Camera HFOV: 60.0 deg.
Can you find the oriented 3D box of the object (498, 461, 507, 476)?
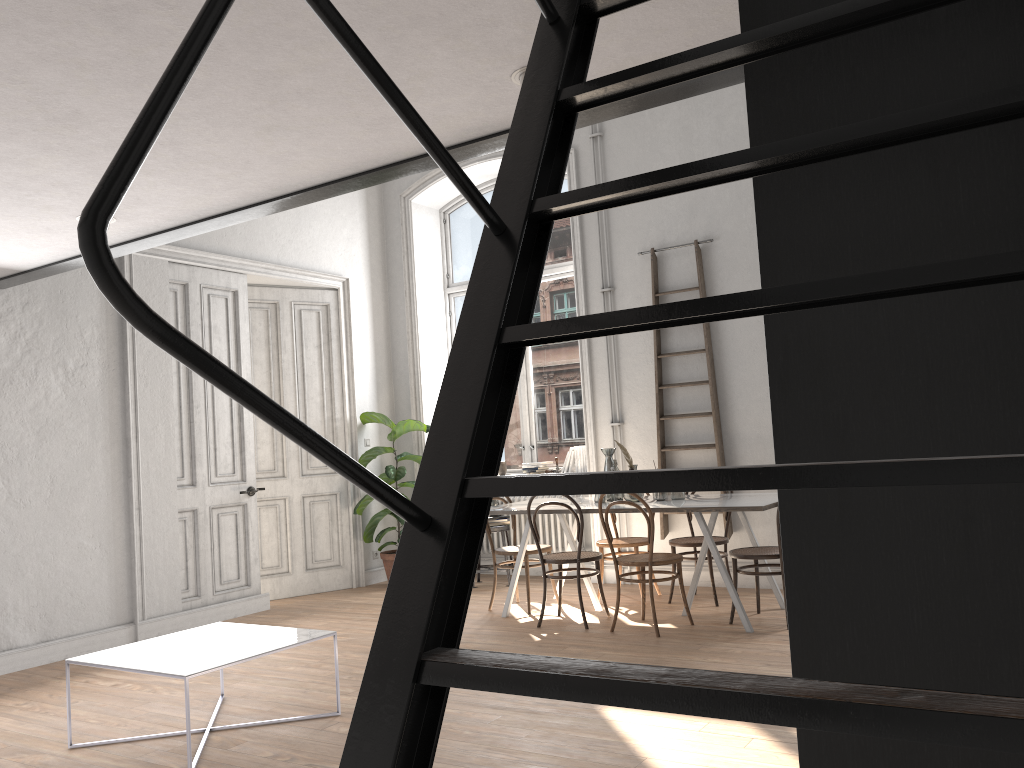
[{"bbox_3d":[-0.097,0.820,8.619,0.100,0.142,0.102,-4,-4,7],"label":"object"}]

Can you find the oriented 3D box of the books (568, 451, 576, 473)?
[{"bbox_3d":[0.583,0.718,8.220,0.072,0.203,0.155,-6,-4,33],"label":"books"}]

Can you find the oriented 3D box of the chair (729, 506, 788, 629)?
[{"bbox_3d":[1.664,1.062,5.695,0.438,0.920,0.549,0,-5,-45],"label":"chair"}]

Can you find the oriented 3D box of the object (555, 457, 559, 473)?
[{"bbox_3d":[0.421,0.756,8.245,0.048,0.153,0.088,-4,-4,3],"label":"object"}]

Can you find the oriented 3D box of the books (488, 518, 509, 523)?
[{"bbox_3d":[-0.150,1.234,8.012,0.232,0.029,0.163,-4,-4,3],"label":"books"}]

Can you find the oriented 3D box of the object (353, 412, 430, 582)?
[{"bbox_3d":[0.921,0.718,6.744,5.830,1.841,0.792,-7,-5,38],"label":"object"}]

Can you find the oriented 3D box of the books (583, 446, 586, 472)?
[{"bbox_3d":[0.705,0.686,8.160,0.019,0.243,0.174,-6,-4,33],"label":"books"}]

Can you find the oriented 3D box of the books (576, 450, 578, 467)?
[{"bbox_3d":[0.645,0.711,8.180,0.020,0.205,0.155,-6,-4,33],"label":"books"}]

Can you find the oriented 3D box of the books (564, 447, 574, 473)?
[{"bbox_3d":[0.560,0.704,8.233,0.100,0.235,0.174,-6,-4,33],"label":"books"}]

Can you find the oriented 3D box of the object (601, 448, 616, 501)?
[{"bbox_3d":[0.725,0.667,6.547,0.116,0.382,0.116,-7,-5,44],"label":"object"}]

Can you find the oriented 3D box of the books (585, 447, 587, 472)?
[{"bbox_3d":[0.726,0.685,8.153,0.024,0.243,0.175,-6,-4,33],"label":"books"}]

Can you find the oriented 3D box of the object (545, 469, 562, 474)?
[{"bbox_3d":[0.382,0.817,8.335,0.153,0.048,0.088,-2,-4,-18],"label":"object"}]

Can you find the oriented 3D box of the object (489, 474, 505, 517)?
[{"bbox_3d":[-0.138,1.009,8.044,0.163,0.383,0.154,-4,-4,6],"label":"object"}]

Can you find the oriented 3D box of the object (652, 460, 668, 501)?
[{"bbox_3d":[1.030,0.674,6.206,0.107,0.283,0.107,-5,-4,28],"label":"object"}]

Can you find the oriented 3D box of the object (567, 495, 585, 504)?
[{"bbox_3d":[0.458,0.758,6.432,0.132,0.219,0.132,-5,-4,22],"label":"object"}]

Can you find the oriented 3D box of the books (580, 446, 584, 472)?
[{"bbox_3d":[0.680,0.688,8.156,0.019,0.243,0.174,-6,-4,33],"label":"books"}]

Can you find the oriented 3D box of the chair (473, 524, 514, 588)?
[{"bbox_3d":[-0.175,1.535,7.979,0.364,0.522,0.360,-4,-4,6],"label":"chair"}]

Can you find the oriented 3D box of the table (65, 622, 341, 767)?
[{"bbox_3d":[-1.413,1.407,4.107,0.849,0.392,0.849,-6,-5,33],"label":"table"}]

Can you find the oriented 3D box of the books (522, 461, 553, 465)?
[{"bbox_3d":[0.245,0.754,8.427,0.244,0.019,0.174,-7,-5,43],"label":"books"}]

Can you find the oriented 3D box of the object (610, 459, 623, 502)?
[{"bbox_3d":[0.750,0.696,6.398,0.086,0.301,0.086,-5,-4,18],"label":"object"}]

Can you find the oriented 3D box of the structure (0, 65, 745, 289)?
[{"bbox_3d":[-1.991,-1.537,2.463,5.929,1.212,4.158,-6,-5,33],"label":"structure"}]

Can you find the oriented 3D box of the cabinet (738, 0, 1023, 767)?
[{"bbox_3d":[1.104,0.119,2.104,0.634,2.370,1.401,-6,-4,33],"label":"cabinet"}]

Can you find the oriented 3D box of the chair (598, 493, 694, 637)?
[{"bbox_3d":[0.848,1.115,5.716,0.438,0.920,0.549,-7,-5,44],"label":"chair"}]

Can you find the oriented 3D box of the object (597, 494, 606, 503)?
[{"bbox_3d":[0.638,0.804,6.353,0.058,0.094,0.058,-2,-4,-29],"label":"object"}]

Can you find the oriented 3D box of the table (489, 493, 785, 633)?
[{"bbox_3d":[0.877,1.220,6.253,2.201,0.779,1.100,-6,-5,33],"label":"table"}]

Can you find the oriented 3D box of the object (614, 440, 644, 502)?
[{"bbox_3d":[0.841,0.606,6.236,0.157,0.446,0.157,-1,-5,-39],"label":"object"}]

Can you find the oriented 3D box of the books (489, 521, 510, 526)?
[{"bbox_3d":[-0.160,1.261,8.014,0.246,0.034,0.194,-2,-4,-17],"label":"books"}]

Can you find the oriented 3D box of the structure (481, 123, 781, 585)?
[{"bbox_3d":[1.387,-0.582,7.438,5.184,4.471,0.340,-6,-4,33],"label":"structure"}]

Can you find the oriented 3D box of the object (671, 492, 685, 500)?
[{"bbox_3d":[1.157,0.702,6.213,0.101,0.211,0.101,-2,-4,-18],"label":"object"}]

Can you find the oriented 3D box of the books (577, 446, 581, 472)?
[{"bbox_3d":[0.656,0.690,8.161,0.024,0.243,0.175,-6,-4,33],"label":"books"}]

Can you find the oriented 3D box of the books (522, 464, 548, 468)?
[{"bbox_3d":[0.219,0.781,8.419,0.205,0.020,0.155,-5,-4,23],"label":"books"}]

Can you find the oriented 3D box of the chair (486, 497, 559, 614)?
[{"bbox_3d":[0.042,1.239,6.763,0.549,0.920,0.438,-7,-5,41],"label":"chair"}]

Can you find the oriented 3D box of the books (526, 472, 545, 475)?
[{"bbox_3d":[0.223,0.847,8.435,0.147,0.023,0.221,-3,-4,-9],"label":"books"}]

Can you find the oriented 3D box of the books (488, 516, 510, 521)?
[{"bbox_3d":[-0.149,1.212,8.013,0.221,0.027,0.147,-2,-4,-25],"label":"books"}]

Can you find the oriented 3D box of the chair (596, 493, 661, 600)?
[{"bbox_3d":[0.892,1.192,6.848,0.438,0.920,0.549,-6,-4,31],"label":"chair"}]

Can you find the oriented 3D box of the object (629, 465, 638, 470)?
[{"bbox_3d":[0.885,0.711,6.396,0.098,0.255,0.100,-4,-4,9],"label":"object"}]

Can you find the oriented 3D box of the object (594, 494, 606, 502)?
[{"bbox_3d":[0.637,0.780,6.468,0.083,0.158,0.083,-6,-4,28],"label":"object"}]

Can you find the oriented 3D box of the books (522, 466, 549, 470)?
[{"bbox_3d":[0.225,0.802,8.429,0.147,0.023,0.221,0,-5,-41],"label":"books"}]

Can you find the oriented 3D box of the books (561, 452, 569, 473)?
[{"bbox_3d":[0.531,0.727,8.257,0.105,0.194,0.155,-6,-4,32],"label":"books"}]

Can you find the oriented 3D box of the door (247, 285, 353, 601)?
[{"bbox_3d":[-1.993,0.505,8.064,1.097,2.813,0.216,-1,-4,-33],"label":"door"}]

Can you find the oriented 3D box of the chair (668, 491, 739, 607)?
[{"bbox_3d":[1.415,1.142,6.606,0.438,0.920,0.549,-7,-5,40],"label":"chair"}]

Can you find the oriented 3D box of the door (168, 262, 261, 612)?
[{"bbox_3d":[-2.483,0.461,6.997,0.216,2.813,1.097,-6,-4,34],"label":"door"}]

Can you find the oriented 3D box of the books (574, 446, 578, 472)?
[{"bbox_3d":[0.633,0.695,8.213,0.024,0.243,0.175,-6,-4,33],"label":"books"}]

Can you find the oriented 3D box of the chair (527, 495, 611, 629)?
[{"bbox_3d":[0.377,1.169,6.061,0.438,0.920,0.549,-6,-4,28],"label":"chair"}]

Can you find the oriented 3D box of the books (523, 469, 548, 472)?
[{"bbox_3d":[0.225,0.824,8.430,0.155,0.022,0.205,-1,-5,-37],"label":"books"}]

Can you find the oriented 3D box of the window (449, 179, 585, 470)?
[{"bbox_3d":[0.098,-0.585,8.753,1.623,2.841,0.013,-6,-4,33],"label":"window"}]
